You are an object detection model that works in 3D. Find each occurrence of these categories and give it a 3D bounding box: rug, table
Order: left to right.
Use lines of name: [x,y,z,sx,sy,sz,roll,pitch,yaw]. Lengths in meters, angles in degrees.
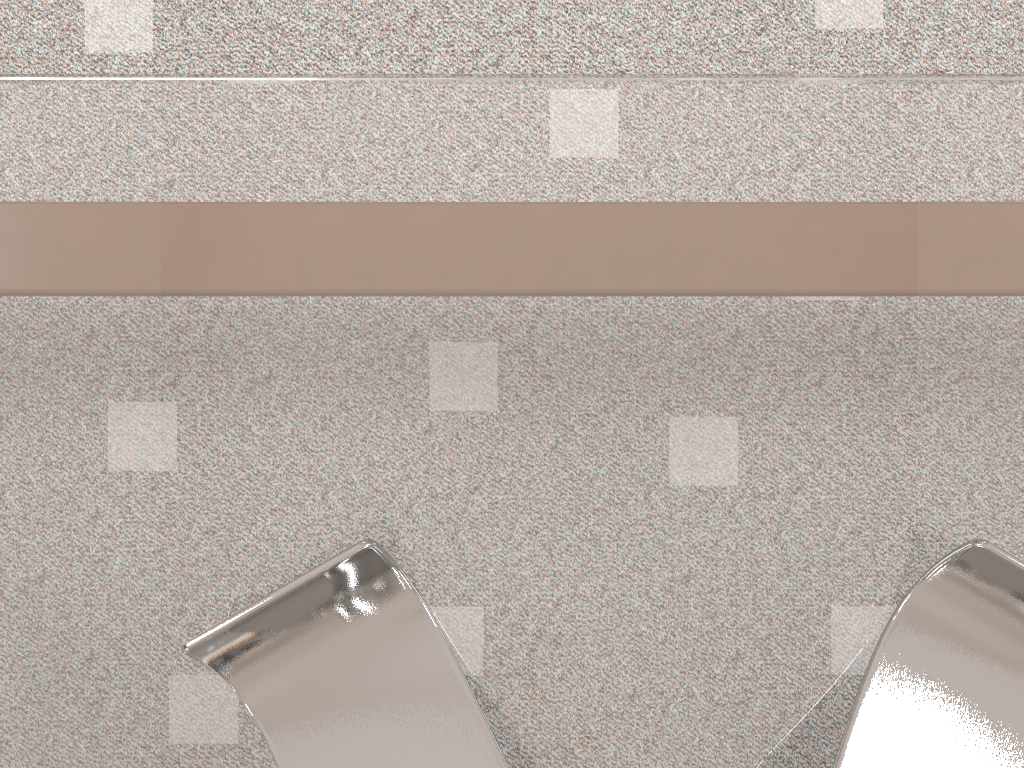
rug: [0.009,0.334,0.466,2.800,0.007,1.600,0,90,0]
table: [0.048,0.267,0.374,1.173,0.190,0.730,0,90,0]

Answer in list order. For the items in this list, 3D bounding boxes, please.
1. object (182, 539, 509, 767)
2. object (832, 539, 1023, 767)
object: [-0.033,0.122,0.253,0.064,0.052,0.143,-30,90,0]
object: [0.127,0.122,0.253,0.064,0.052,0.143,30,90,0]
